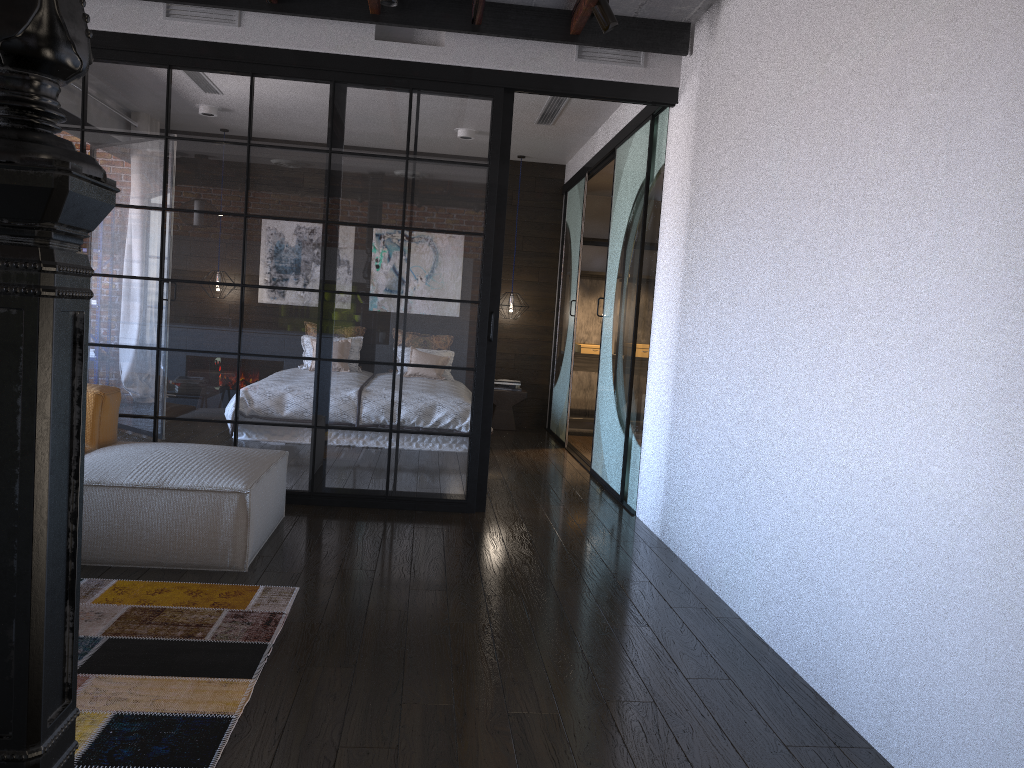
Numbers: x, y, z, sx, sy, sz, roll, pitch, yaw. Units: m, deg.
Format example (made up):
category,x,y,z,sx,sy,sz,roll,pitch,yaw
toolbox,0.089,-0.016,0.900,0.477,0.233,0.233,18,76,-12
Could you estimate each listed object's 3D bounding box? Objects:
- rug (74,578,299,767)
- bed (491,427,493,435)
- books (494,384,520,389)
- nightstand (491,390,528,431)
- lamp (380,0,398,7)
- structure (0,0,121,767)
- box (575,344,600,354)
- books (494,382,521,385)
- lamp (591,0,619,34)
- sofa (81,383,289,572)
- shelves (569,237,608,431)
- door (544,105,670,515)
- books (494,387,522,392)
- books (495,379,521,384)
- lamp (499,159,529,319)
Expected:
category,x,y,z,sx,sy,sz,roll,pitch,yaw
rug,-1.932,0.777,2.653,2.364,0.013,1.431,4,4,-6
bed,-1.320,0.182,8.089,2.233,0.509,2.121,4,4,-7
books,-0.084,0.011,8.997,0.292,0.034,0.233,5,4,11
nightstand,-0.095,0.254,9.020,0.457,0.400,0.300,4,4,-6
lamp,-0.553,-1.857,4.118,0.114,0.184,0.082,0,6,-41
structure,-2.352,-0.609,4.852,0.481,2.395,8.509,2,5,-25
box,0.809,-0.353,8.996,0.295,0.083,0.401,4,4,-6
books,-0.075,-0.014,8.993,0.303,0.017,0.228,4,4,-7
lamp,0.441,-1.781,4.230,0.146,0.210,0.093,3,5,-10
sofa,-2.662,0.359,3.283,3.301,0.698,2.535,4,4,-6
shelves,2.042,-0.343,7.360,2.655,2.130,4.057,4,4,-6
door,0.642,-0.584,7.174,0.138,2.594,4.183,4,4,-6
books,-0.074,0.042,9.004,0.316,0.028,0.258,4,4,-6
books,-0.072,-0.030,9.000,0.307,0.014,0.247,4,4,-4
lamp,0.038,-1.445,8.863,0.348,1.592,0.348,3,5,-13
